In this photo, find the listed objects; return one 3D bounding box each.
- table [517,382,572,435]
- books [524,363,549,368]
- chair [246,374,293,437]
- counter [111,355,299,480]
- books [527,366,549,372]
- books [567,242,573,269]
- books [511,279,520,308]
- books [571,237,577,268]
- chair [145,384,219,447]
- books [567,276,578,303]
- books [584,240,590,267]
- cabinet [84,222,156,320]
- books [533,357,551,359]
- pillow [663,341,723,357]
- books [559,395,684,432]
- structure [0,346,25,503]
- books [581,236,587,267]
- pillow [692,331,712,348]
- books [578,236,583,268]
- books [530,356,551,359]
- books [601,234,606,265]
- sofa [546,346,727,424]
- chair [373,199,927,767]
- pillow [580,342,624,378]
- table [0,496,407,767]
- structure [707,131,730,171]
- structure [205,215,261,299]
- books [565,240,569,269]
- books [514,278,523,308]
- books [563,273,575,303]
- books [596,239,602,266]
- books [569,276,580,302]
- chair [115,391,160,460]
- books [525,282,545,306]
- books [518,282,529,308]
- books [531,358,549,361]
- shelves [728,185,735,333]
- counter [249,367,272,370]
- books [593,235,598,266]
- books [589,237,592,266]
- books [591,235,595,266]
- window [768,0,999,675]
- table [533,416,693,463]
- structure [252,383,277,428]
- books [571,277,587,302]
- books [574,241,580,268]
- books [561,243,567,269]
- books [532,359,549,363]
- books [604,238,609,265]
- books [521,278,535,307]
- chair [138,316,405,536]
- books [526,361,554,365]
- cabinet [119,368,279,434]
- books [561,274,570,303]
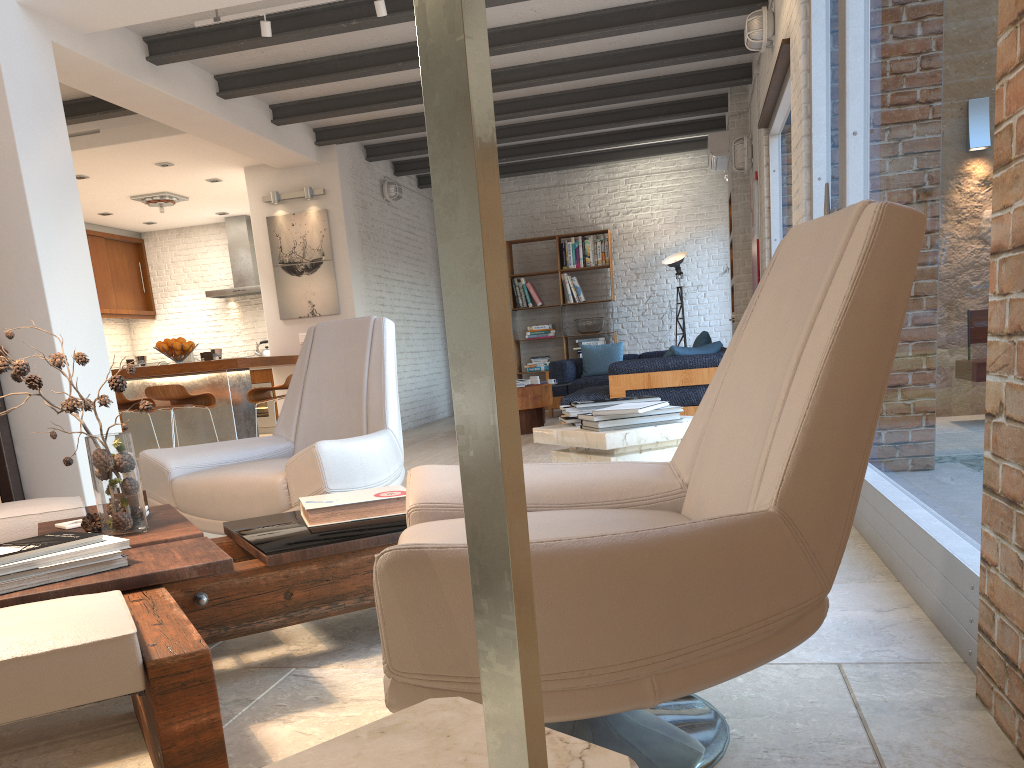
[{"bbox_3d":[0.015,0.242,9.190,1.079,0.458,1.783,-4,3,18],"label":"table"},{"bbox_3d":[0.373,-0.251,11.665,0.380,0.037,0.238,-4,2,12],"label":"books"},{"bbox_3d":[-1.866,0.314,7.195,0.423,0.797,0.391,-3,10,12],"label":"chair"},{"bbox_3d":[-2.585,0.270,7.996,1.689,0.943,2.432,-4,4,12],"label":"counter"},{"bbox_3d":[0.396,-0.205,11.663,0.327,0.057,0.248,-4,3,22],"label":"books"},{"bbox_3d":[0.766,-1.648,11.253,0.056,0.339,0.247,-2,9,12],"label":"books"},{"bbox_3d":[0.069,-1.188,11.510,0.091,0.395,0.236,-2,10,12],"label":"books"},{"bbox_3d":[0.810,-1.679,11.241,0.036,0.394,0.236,-2,10,12],"label":"books"},{"bbox_3d":[-2.568,0.389,6.814,0.406,0.796,0.408,-3,10,12],"label":"chair"},{"bbox_3d":[0.804,-1.226,11.351,0.125,0.358,0.263,-2,9,12],"label":"books"},{"bbox_3d":[0.984,-1.664,11.198,0.056,0.339,0.247,-2,9,12],"label":"books"},{"bbox_3d":[-5.579,-1.388,10.547,0.463,1.190,3.256,-2,4,12],"label":"cabinet"},{"bbox_3d":[0.383,-0.346,11.655,0.243,0.008,0.152,-5,2,12],"label":"books"},{"bbox_3d":[1.479,-0.173,7.362,0.558,0.337,0.371,-7,7,-27],"label":"pillow"},{"bbox_3d":[0.396,0.105,3.162,0.389,0.081,0.556,-5,2,-4],"label":"books"},{"bbox_3d":[-3.307,-1.229,5.452,10.176,4.248,13.501,-4,3,12],"label":"structure"},{"bbox_3d":[0.939,-1.689,11.217,0.036,0.394,0.236,-2,10,12],"label":"books"},{"bbox_3d":[1.851,-0.303,8.607,0.255,0.426,1.180,-3,4,12],"label":"pillow"},{"bbox_3d":[0.901,-1.686,11.215,0.036,0.394,0.236,-2,10,12],"label":"books"},{"bbox_3d":[0.381,-0.359,11.639,0.253,0.017,0.158,-4,2,12],"label":"books"},{"bbox_3d":[1.178,-1.708,11.164,0.036,0.394,0.236,-2,10,12],"label":"books"},{"bbox_3d":[1.229,0.031,9.019,2.084,0.677,3.849,-4,2,12],"label":"sofa"},{"bbox_3d":[0.238,0.218,1.716,0.982,1.026,1.000,-5,7,-3],"label":"chair"},{"bbox_3d":[1.108,-0.298,10.632,0.556,0.421,0.216,-4,10,12],"label":"pillow"},{"bbox_3d":[-0.794,0.567,2.515,1.949,0.440,2.178,-6,3,-27],"label":"table"},{"bbox_3d":[2.071,-2.325,8.758,0.200,0.225,0.794,-3,3,12],"label":"structure"},{"bbox_3d":[-3.552,-1.689,11.500,0.988,1.021,0.442,-3,11,12],"label":"structure"},{"bbox_3d":[0.730,-1.660,11.275,0.021,0.369,0.263,-2,9,12],"label":"books"},{"bbox_3d":[0.107,-1.192,11.510,0.091,0.395,0.236,-2,10,12],"label":"books"},{"bbox_3d":[0.749,-1.238,11.350,0.104,0.394,0.236,-2,10,12],"label":"books"},{"bbox_3d":[1.133,-1.677,11.175,0.056,0.339,0.247,-2,9,12],"label":"books"},{"bbox_3d":[0.827,-1.228,11.355,0.125,0.358,0.263,-2,9,12],"label":"books"},{"bbox_3d":[-3.093,0.431,6.931,0.406,0.796,0.408,-3,10,12],"label":"chair"},{"bbox_3d":[0.306,-1.175,11.484,0.195,0.327,0.247,-3,9,12],"label":"books"},{"bbox_3d":[0.163,-1.171,11.522,0.103,0.343,0.247,-2,9,12],"label":"books"},{"bbox_3d":[0.379,-0.333,11.666,0.237,0.019,0.167,-5,2,5],"label":"books"},{"bbox_3d":[2.352,-1.258,8.941,0.192,1.467,0.743,-2,10,12],"label":"shelves"},{"bbox_3d":[-3.972,-0.135,10.512,3.530,0.072,3.248,-5,2,12],"label":"counter"},{"bbox_3d":[1.086,-1.701,11.184,0.036,0.394,0.236,-2,10,12],"label":"books"},{"bbox_3d":[1.023,-1.682,11.201,0.021,0.369,0.263,-2,9,12],"label":"books"},{"bbox_3d":[1.053,-1.699,11.205,0.036,0.394,0.236,-2,10,12],"label":"books"},{"bbox_3d":[1.740,-2.763,4.581,0.649,6.561,12.014,-2,5,12],"label":"window"},{"bbox_3d":[0.432,0.396,3.280,0.489,0.518,0.487,-9,8,-27],"label":"table"},{"bbox_3d":[-3.421,0.285,11.788,0.671,0.593,0.485,-3,8,12],"label":"structure"},{"bbox_3d":[0.872,-1.222,11.333,0.158,0.338,0.247,-3,9,12],"label":"books"},{"bbox_3d":[0.861,-1.656,11.251,0.056,0.339,0.247,-2,9,12],"label":"books"},{"bbox_3d":[0.694,-1.643,11.288,0.056,0.339,0.247,-2,9,12],"label":"books"},{"bbox_3d":[0.385,-0.306,11.663,0.206,0.035,0.129,-4,3,12],"label":"books"},{"bbox_3d":[1.232,-1.685,11.175,0.056,0.339,0.247,-2,9,12],"label":"books"},{"bbox_3d":[0.209,-1.197,11.475,0.121,0.392,0.236,-2,10,12],"label":"books"},{"bbox_3d":[-0.892,0.242,3.732,1.027,1.044,0.945,-1,9,29],"label":"chair"},{"bbox_3d":[0.384,-0.279,11.646,0.380,0.019,0.238,-5,2,5],"label":"books"},{"bbox_3d":[-4.211,-0.665,10.806,4.737,2.913,2.226,-7,9,-23],"label":"cabinet"},{"bbox_3d":[0.717,-1.237,11.380,0.101,0.394,0.236,-2,10,12],"label":"books"}]
